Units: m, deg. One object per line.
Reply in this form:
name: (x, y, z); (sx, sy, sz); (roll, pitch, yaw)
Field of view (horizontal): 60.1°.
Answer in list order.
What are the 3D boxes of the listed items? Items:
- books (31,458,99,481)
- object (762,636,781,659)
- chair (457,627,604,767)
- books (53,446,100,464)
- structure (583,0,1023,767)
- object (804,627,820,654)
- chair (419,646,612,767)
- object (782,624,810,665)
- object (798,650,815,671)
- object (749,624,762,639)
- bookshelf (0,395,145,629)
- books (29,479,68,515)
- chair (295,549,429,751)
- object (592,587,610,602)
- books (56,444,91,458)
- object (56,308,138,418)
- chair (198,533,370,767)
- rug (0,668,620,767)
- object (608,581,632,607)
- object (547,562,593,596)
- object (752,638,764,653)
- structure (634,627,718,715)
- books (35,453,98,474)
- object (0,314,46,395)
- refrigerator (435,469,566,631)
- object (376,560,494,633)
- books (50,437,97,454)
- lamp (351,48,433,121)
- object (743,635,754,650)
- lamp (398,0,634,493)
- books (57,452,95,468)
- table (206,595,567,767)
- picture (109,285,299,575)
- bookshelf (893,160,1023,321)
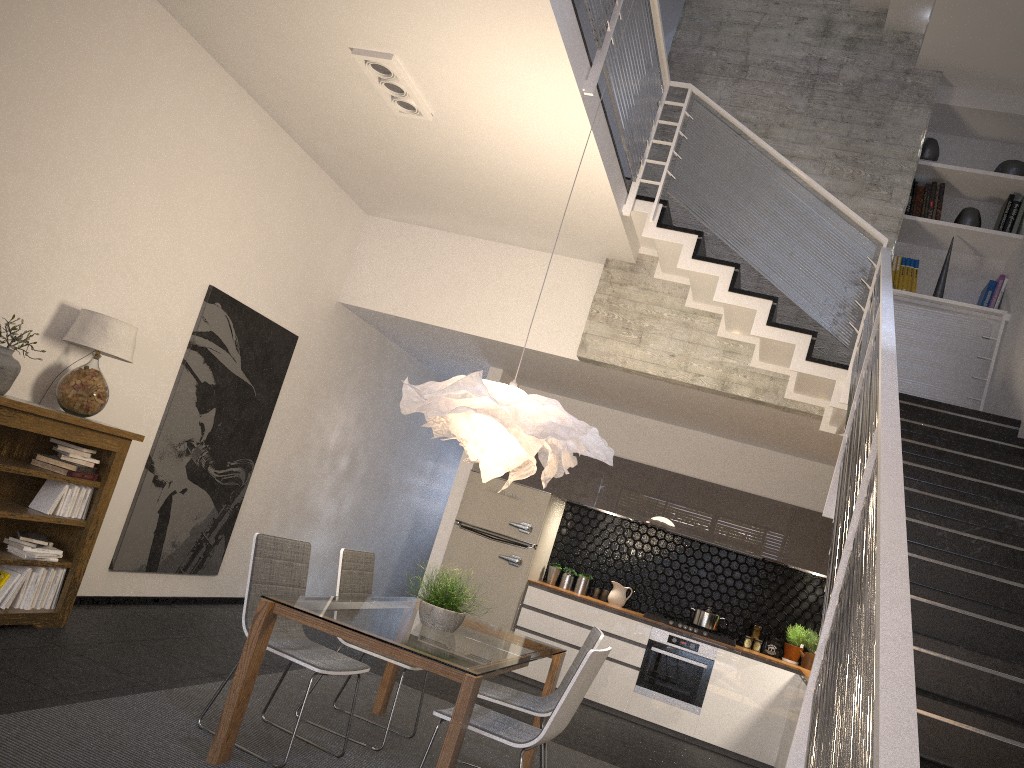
books: (-2.505, 0.482, 4.967); (0.229, 0.034, 0.288); (16, -9, 10)
object: (2.360, 2.380, 8.026); (0.141, 0.173, 0.143); (15, -7, 17)
chair: (0.054, 1.646, 4.607); (0.601, 0.914, 0.478); (17, -7, 3)
books: (-2.482, 0.404, 5.039); (0.242, 0.019, 0.176); (9, -12, 42)
structure: (1.332, -1.690, 5.579); (4.216, 8.261, 8.548); (15, -8, 18)
object: (2.683, 2.348, 7.881); (0.186, 0.377, 0.168); (22, -8, -35)
chair: (-0.003, 1.505, 3.854); (0.599, 0.914, 0.480); (15, -7, 20)
object: (2.554, 2.330, 7.939); (0.244, 0.352, 0.237); (15, -7, 21)
object: (2.613, 2.433, 7.765); (0.125, 0.139, 0.209); (23, -10, -38)
object: (2.221, 2.261, 8.083); (0.083, 0.112, 0.083); (18, -7, -2)
bookshelf: (-2.776, 0.581, 4.292); (0.449, 1.165, 1.939); (15, -8, 18)
books: (-2.553, 0.617, 4.878); (0.135, 0.181, 0.078); (15, -7, 17)
chair: (-0.744, 1.439, 4.861); (0.599, 0.914, 0.480); (15, -7, 18)
object: (0.851, 2.022, 8.514); (0.159, 0.110, 0.078); (14, -8, 22)
books: (-2.491, 0.376, 5.028); (0.176, 0.023, 0.242); (22, -10, -27)
object: (-2.386, -0.099, 5.037); (0.391, 0.579, 0.390); (19, -7, -13)
chair: (-1.016, 1.244, 4.190); (0.598, 0.914, 0.480); (14, -7, 27)
rug: (-0.586, 1.882, 4.343); (2.361, 0.006, 3.725); (14, -9, 17)
object: (1.020, 2.009, 8.436); (0.189, 0.214, 0.173); (13, -8, 31)
object: (0.548, 1.882, 8.582); (0.480, 0.219, 0.174); (15, -7, 14)
object: (2.240, 2.381, 8.064); (0.082, 0.112, 0.084); (14, -8, 27)
structure: (1.488, 2.548, 7.943); (0.585, 0.585, 0.590); (15, -8, 17)
books: (0.494, -1.859, 6.651); (5.442, 6.671, 0.359); (22, -7, -32)
object: (-2.589, -0.169, 4.447); (0.386, 0.410, 0.276); (18, -7, -4)
refrigerator: (-0.187, 1.787, 8.491); (0.825, 1.702, 0.777); (15, -7, 17)
object: (-0.336, 1.053, 4.441); (0.530, 0.365, 0.674); (16, -8, 13)
books: (-2.491, 0.352, 5.032); (0.205, 0.022, 0.156); (17, -9, 2)
lamp: (-0.679, -1.744, 5.151); (0.252, 0.066, 0.652); (15, -9, 18)
object: (2.160, 2.361, 8.094); (0.082, 0.112, 0.083); (15, -7, 17)
lamp: (0.618, -1.933, 4.756); (1.111, 5.183, 1.073); (14, -7, 28)
books: (-2.481, 0.429, 5.037); (0.181, 0.029, 0.224); (22, -10, -30)
table: (-0.473, 1.553, 4.394); (0.993, 0.710, 1.819); (15, -9, 18)
picture: (-2.215, 0.421, 6.572); (0.033, 2.016, 1.245); (15, -7, 18)
bookshelf: (3.279, -1.039, 6.749); (0.969, 1.100, 0.447); (15, -7, 17)
